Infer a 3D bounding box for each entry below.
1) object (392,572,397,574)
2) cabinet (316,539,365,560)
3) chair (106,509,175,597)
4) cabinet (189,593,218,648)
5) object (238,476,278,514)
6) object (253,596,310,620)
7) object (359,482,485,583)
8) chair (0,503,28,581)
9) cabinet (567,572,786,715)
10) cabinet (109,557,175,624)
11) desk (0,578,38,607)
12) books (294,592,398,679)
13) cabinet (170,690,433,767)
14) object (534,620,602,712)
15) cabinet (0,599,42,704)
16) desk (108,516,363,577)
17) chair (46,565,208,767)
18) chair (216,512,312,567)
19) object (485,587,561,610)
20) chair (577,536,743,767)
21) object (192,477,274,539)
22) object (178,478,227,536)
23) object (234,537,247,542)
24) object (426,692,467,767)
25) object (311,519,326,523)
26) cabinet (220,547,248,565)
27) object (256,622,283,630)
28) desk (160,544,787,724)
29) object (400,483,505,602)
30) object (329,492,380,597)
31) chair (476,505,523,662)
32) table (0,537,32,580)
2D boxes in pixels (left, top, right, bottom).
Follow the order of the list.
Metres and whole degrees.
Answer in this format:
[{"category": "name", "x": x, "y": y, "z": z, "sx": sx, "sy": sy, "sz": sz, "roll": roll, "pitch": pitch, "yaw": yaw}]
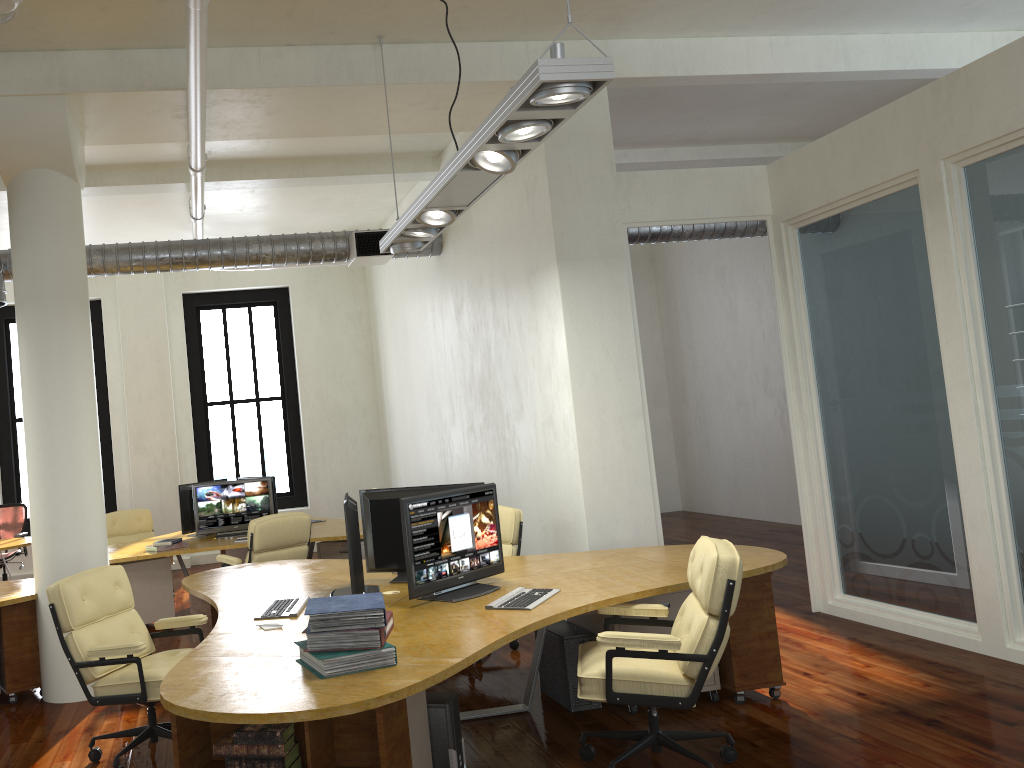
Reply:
[{"category": "object", "x": -0.500, "y": 1.169, "z": 5.626, "sx": 0.505, "sy": 0.016, "sz": 0.215, "roll": -6, "pitch": -3, "yaw": 18}, {"category": "cabinet", "x": -1.322, "y": 1.766, "z": 8.557, "sx": 0.954, "sy": 0.710, "sz": 0.822, "roll": -7, "pitch": -3, "yaw": 21}, {"category": "chair", "x": -4.217, "y": 1.935, "z": 9.987, "sx": 0.649, "sy": 1.022, "sz": 0.855, "roll": -3, "pitch": -4, "yaw": -40}, {"category": "cabinet", "x": -1.598, "y": 1.686, "z": 6.082, "sx": 0.799, "sy": 0.710, "sz": 0.977, "roll": -3, "pitch": -4, "yaw": -45}, {"category": "object", "x": -2.720, "y": 1.269, "z": 9.509, "sx": 0.264, "sy": 0.553, "sz": 0.886, "roll": -3, "pitch": -4, "yaw": -41}, {"category": "object", "x": -1.231, "y": 1.200, "z": 4.764, "sx": 0.230, "sy": 0.016, "sz": 0.473, "roll": -5, "pitch": -2, "yaw": -3}, {"category": "object", "x": -0.523, "y": 0.889, "z": 5.321, "sx": 0.868, "sy": 0.553, "sz": 0.269, "roll": -7, "pitch": -3, "yaw": 23}, {"category": "chair", "x": -6.505, "y": 2.139, "z": 11.400, "sx": 0.718, "sy": 1.159, "sz": 0.769, "roll": -5, "pitch": -3, "yaw": -6}, {"category": "cabinet", "x": 0.874, "y": 1.419, "z": 5.159, "sx": 0.855, "sy": 0.710, "sz": 0.921, "roll": -5, "pitch": -3, "yaw": -15}, {"category": "cabinet", "x": -3.763, "y": 1.984, "z": 8.423, "sx": 0.806, "sy": 0.710, "sz": 0.970, "roll": -3, "pitch": -4, "yaw": -40}, {"category": "desk", "x": -5.373, "y": 2.005, "z": 5.862, "sx": 3.786, "sy": 0.735, "sz": 3.581, "roll": -6, "pitch": -3, "yaw": 24}, {"category": "books", "x": -0.674, "y": 0.992, "z": 3.530, "sx": 0.414, "sy": 0.227, "sz": 0.461, "roll": -5, "pitch": -3, "yaw": -4}, {"category": "cabinet", "x": -0.774, "y": 1.506, "z": 3.630, "sx": 0.938, "sy": 0.710, "sz": 0.837, "roll": -6, "pitch": -3, "yaw": 16}, {"category": "object", "x": 0.312, "y": 1.621, "z": 5.161, "sx": 0.172, "sy": 0.411, "sz": 0.501, "roll": -5, "pitch": -3, "yaw": -19}, {"category": "cabinet", "x": -3.907, "y": 1.912, "z": 6.397, "sx": 0.808, "sy": 0.710, "sz": 0.967, "roll": -3, "pitch": -4, "yaw": -37}, {"category": "desk", "x": -2.823, "y": 1.929, "z": 9.593, "sx": 3.812, "sy": 0.735, "sz": 3.578, "roll": -5, "pitch": -2, "yaw": -9}, {"category": "chair", "x": -2.023, "y": 1.514, "z": 4.834, "sx": 0.827, "sy": 1.022, "sz": 0.675, "roll": -7, "pitch": -3, "yaw": 16}, {"category": "chair", "x": -2.197, "y": 1.660, "z": 7.890, "sx": 0.647, "sy": 1.022, "sz": 0.857, "roll": -3, "pitch": -4, "yaw": -45}, {"category": "object", "x": 0.060, "y": 1.067, "z": 4.421, "sx": 0.248, "sy": 0.016, "sz": 0.437, "roll": -6, "pitch": -3, "yaw": 23}, {"category": "chair", "x": 0.652, "y": 1.234, "z": 4.043, "sx": 0.815, "sy": 1.022, "sz": 0.685, "roll": -6, "pitch": -3, "yaw": 11}, {"category": "object", "x": -2.803, "y": 1.252, "z": 8.951, "sx": 0.767, "sy": 0.553, "sz": 0.305, "roll": -5, "pitch": -3, "yaw": -16}, {"category": "object", "x": -3.267, "y": 1.316, "z": 9.444, "sx": 0.315, "sy": 0.553, "sz": 0.743, "roll": -7, "pitch": -3, "yaw": 23}, {"category": "object", "x": -2.394, "y": 1.463, "z": 8.435, "sx": 0.475, "sy": 0.016, "sz": 0.229, "roll": -5, "pitch": -2, "yaw": -1}, {"category": "object", "x": -0.472, "y": 1.646, "z": 4.070, "sx": 0.510, "sy": 0.411, "sz": 0.169, "roll": -6, "pitch": -3, "yaw": 19}, {"category": "object", "x": -2.260, "y": 1.508, "z": 9.775, "sx": 0.209, "sy": 0.016, "sz": 0.519, "roll": -3, "pitch": -3, "yaw": -36}, {"category": "cabinet", "x": -3.074, "y": 2.015, "z": 10.632, "sx": 0.865, "sy": 0.710, "sz": 0.911, "roll": -5, "pitch": -3, "yaw": -10}, {"category": "object", "x": -1.186, "y": 1.179, "z": 4.327, "sx": 0.103, "sy": 0.015, "sz": 0.144, "roll": -4, "pitch": -3, "yaw": -27}, {"category": "desk", "x": -0.803, "y": 1.559, "z": 5.260, "sx": 3.509, "sy": 0.735, "sz": 3.851, "roll": -3, "pitch": -3, "yaw": -44}, {"category": "object", "x": -0.298, "y": 0.843, "z": 4.742, "sx": 0.320, "sy": 0.553, "sz": 0.729, "roll": -8, "pitch": -4, "yaw": 40}, {"category": "object", "x": -0.910, "y": 0.910, "z": 4.984, "sx": 0.287, "sy": 0.553, "sz": 0.818, "roll": -5, "pitch": -3, "yaw": -9}, {"category": "chair", "x": -0.345, "y": 1.431, "z": 6.508, "sx": 0.704, "sy": 1.022, "sz": 0.788, "roll": -3, "pitch": -4, "yaw": -45}, {"category": "table", "x": -6.304, "y": 2.285, "z": 10.424, "sx": 1.553, "sy": 0.745, "sz": 1.412, "roll": -6, "pitch": -3, "yaw": 12}]
